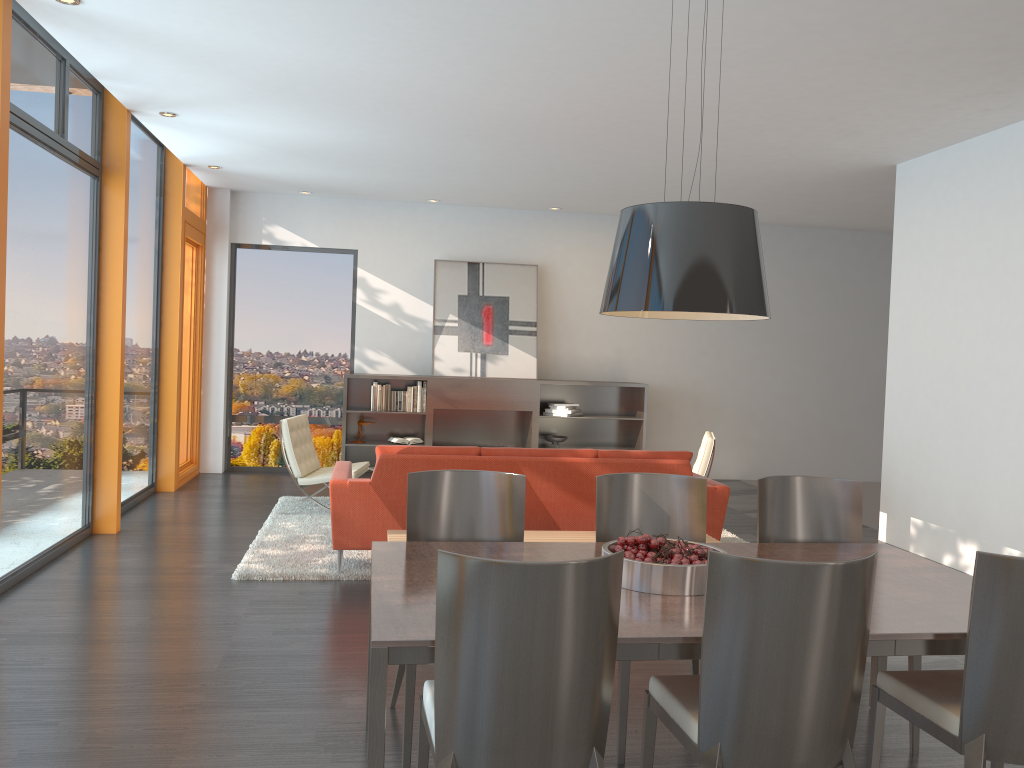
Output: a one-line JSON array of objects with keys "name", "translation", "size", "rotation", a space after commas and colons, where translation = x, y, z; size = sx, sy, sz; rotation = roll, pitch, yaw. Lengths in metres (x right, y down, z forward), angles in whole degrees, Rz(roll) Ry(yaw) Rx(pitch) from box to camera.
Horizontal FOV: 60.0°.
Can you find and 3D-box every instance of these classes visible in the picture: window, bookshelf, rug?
[{"name": "window", "translation": [-2.504, -0.661, 10.143], "size": [1.409, 3.339, 0.065], "rotation": [2, 2, -9]}, {"name": "bookshelf", "translation": [-0.195, 0.518, 10.063], "size": [3.387, 1.162, 0.570], "rotation": [2, 2, -9]}, {"name": "rug", "translation": [-0.073, 1.198, 7.216], "size": [3.772, 0.043, 2.985], "rotation": [2, 2, -9]}, {"name": "window", "translation": [-3.400, -0.664, 9.161], "size": [0.211, 3.345, 1.157], "rotation": [2, 2, -9]}, {"name": "window", "translation": [-2.921, -0.519, 5.497], "size": [0.070, 3.345, 2.105], "rotation": [2, 2, -9]}, {"name": "window", "translation": [-3.244, -0.602, 7.556], "size": [0.070, 3.345, 1.844], "rotation": [2, 2, -9]}]

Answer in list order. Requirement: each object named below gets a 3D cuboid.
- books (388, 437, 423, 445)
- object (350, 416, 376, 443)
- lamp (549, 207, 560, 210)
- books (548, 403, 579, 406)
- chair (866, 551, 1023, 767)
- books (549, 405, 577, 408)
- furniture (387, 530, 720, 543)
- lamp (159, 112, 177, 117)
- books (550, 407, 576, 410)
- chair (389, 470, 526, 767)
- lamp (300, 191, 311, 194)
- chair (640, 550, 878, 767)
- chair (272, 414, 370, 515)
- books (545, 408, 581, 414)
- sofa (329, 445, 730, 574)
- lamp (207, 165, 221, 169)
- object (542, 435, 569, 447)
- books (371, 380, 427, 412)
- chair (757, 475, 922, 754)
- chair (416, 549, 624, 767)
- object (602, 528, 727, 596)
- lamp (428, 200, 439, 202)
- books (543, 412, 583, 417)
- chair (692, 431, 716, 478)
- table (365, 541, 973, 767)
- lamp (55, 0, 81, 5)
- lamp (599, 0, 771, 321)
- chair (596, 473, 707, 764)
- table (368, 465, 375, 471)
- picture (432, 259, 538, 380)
[{"name": "books", "translation": [-1.181, 0.630, 9.834], "size": [0.336, 0.064, 0.234], "rotation": [1, 2, -29]}, {"name": "object", "translation": [-1.650, 0.502, 9.790], "size": [0.245, 0.290, 0.201], "rotation": [2, 2, 11]}, {"name": "lamp", "translation": [0.491, -2.025, 10.242], "size": [0.129, 0.010, 0.129], "rotation": [4, 2, 36]}, {"name": "books", "translation": [0.584, 0.235, 10.095], "size": [0.300, 0.020, 0.210], "rotation": [1, 2, -19]}, {"name": "chair", "translation": [1.452, 0.937, 2.626], "size": [0.548, 0.967, 0.614], "rotation": [2, 2, -9]}, {"name": "books", "translation": [0.584, 0.255, 10.096], "size": [0.210, 0.020, 0.300], "rotation": [3, 2, 31]}, {"name": "furniture", "translation": [0.265, 1.104, 5.298], "size": [2.005, 0.357, 0.492], "rotation": [2, 2, -9]}, {"name": "lamp", "translation": [-2.575, -2.015, 6.635], "size": [0.129, 0.010, 0.129], "rotation": [4, 2, 36]}, {"name": "books", "translation": [0.583, 0.275, 10.096], "size": [0.210, 0.020, 0.300], "rotation": [3, 2, 21]}, {"name": "chair", "translation": [-0.170, 0.850, 3.381], "size": [0.548, 0.967, 0.614], "rotation": [2, 2, -9]}, {"name": "lamp", "translation": [-2.285, -2.115, 9.804], "size": [0.129, 0.010, 0.129], "rotation": [4, 2, 36]}, {"name": "chair", "translation": [0.696, 0.912, 2.507], "size": [0.548, 0.967, 0.614], "rotation": [2, 2, -9]}, {"name": "chair", "translation": [-1.648, 0.703, 7.763], "size": [0.707, 0.817, 0.700], "rotation": [2, 2, 1]}, {"name": "books", "translation": [0.582, 0.303, 10.097], "size": [0.314, 0.038, 0.398], "rotation": [3, 2, 21]}, {"name": "sofa", "translation": [0.079, 0.821, 6.119], "size": [2.597, 0.852, 1.038], "rotation": [2, 2, -9]}, {"name": "lamp", "translation": [-2.878, -2.094, 8.569], "size": [0.129, 0.010, 0.129], "rotation": [4, 2, 36]}, {"name": "object", "translation": [0.492, 0.658, 10.093], "size": [0.309, 0.117, 0.309], "rotation": [3, 2, 25]}, {"name": "books", "translation": [-1.252, 0.126, 9.787], "size": [0.592, 0.339, 0.324], "rotation": [2, 2, -9]}, {"name": "chair", "translation": [1.275, 0.896, 3.609], "size": [0.548, 0.967, 0.614], "rotation": [2, 2, -9]}, {"name": "chair", "translation": [0.007, 0.890, 2.398], "size": [0.548, 0.967, 0.614], "rotation": [2, 2, -9]}, {"name": "object", "translation": [0.518, 0.583, 3.003], "size": [0.427, 0.154, 0.427], "rotation": [3, 2, 35]}, {"name": "lamp", "translation": [-0.889, -2.070, 10.024], "size": [0.129, 0.010, 0.129], "rotation": [4, 2, 36]}, {"name": "books", "translation": [0.580, 0.341, 10.098], "size": [0.314, 0.038, 0.398], "rotation": [3, 2, 31]}, {"name": "chair", "translation": [1.407, 0.823, 7.613], "size": [0.707, 0.817, 0.700], "rotation": [2, 2, 11]}, {"name": "table", "translation": [0.598, 1.045, 3.015], "size": [2.151, 0.764, 1.172], "rotation": [2, 2, -9]}, {"name": "lamp", "translation": [-2.233, -1.927, 4.449], "size": [0.129, 0.010, 0.129], "rotation": [4, 2, 36]}, {"name": "lamp", "translation": [0.607, -1.017, 2.961], "size": [0.567, 1.580, 0.567], "rotation": [3, 2, 20]}, {"name": "chair", "translation": [0.586, 0.874, 3.500], "size": [0.548, 0.967, 0.614], "rotation": [2, 2, -9]}, {"name": "table", "translation": [-0.225, 0.956, 7.557], "size": [1.999, 0.464, 0.948], "rotation": [2, 2, -8]}, {"name": "picture", "translation": [-0.301, -0.736, 10.157], "size": [1.208, 1.338, 0.269], "rotation": [2, 2, -9]}]
